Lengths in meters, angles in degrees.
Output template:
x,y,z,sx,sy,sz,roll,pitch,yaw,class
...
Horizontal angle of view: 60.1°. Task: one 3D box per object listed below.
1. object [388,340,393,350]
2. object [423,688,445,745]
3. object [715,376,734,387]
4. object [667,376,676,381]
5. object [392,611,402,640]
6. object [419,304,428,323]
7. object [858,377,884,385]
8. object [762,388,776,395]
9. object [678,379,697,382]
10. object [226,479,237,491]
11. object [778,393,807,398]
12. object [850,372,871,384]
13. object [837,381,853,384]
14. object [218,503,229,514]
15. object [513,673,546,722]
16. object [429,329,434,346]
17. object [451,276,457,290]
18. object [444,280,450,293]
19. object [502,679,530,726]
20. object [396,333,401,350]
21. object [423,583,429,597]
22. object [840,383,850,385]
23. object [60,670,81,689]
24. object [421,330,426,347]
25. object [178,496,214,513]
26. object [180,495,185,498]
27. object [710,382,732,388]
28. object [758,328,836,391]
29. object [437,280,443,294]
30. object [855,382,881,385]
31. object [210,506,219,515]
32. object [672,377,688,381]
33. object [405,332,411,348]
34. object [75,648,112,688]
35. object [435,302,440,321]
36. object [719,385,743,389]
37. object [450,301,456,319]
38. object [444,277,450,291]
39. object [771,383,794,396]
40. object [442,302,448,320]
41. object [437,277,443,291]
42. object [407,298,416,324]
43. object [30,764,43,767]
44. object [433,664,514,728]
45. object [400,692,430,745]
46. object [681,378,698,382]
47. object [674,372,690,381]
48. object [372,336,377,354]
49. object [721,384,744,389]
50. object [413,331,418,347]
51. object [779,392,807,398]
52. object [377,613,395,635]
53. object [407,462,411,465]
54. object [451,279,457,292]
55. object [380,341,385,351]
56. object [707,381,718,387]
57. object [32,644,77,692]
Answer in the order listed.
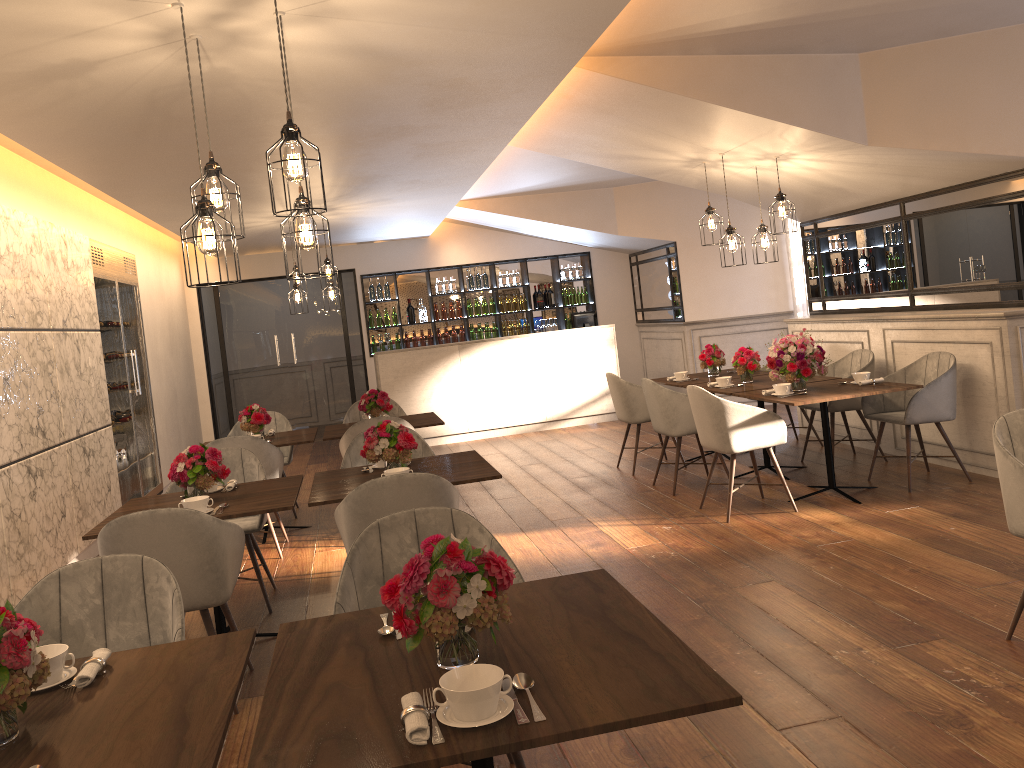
x,y,z,sx,sy,sz,roll,pitch,yaw,class
-1.705,-0.575,12.376,0.066,0.261,0.065,-7,2,-32,object
-0.149,0.623,1.671,0.025,0.024,0.193,-7,4,-10,object
1.640,-0.014,6.845,0.148,0.072,0.149,-4,5,32,object
1.456,-0.055,7.838,0.176,0.039,0.056,-7,4,-10,object
-0.286,0.606,2.228,0.022,0.004,0.211,-7,5,-10,object
-1.254,-1.007,12.458,0.108,0.281,0.108,-5,2,36,object
2.421,-0.017,5.963,0.176,0.039,0.056,-7,4,-10,object
1.791,0.049,6.041,0.176,0.039,0.056,-7,4,-10,object
1.520,-0.030,7.655,0.211,0.004,0.022,-7,4,-11,object
-1.475,0.532,4.652,0.056,0.039,0.176,-7,4,-10,object
1.854,0.074,5.857,0.211,0.004,0.022,-7,4,-11,object
2.398,-0.040,6.075,0.148,0.072,0.149,-4,5,32,object
2.362,-0.015,6.183,0.197,0.015,0.043,-8,4,-14,object
-1.331,0.573,4.079,0.043,0.015,0.197,-8,5,-14,object
0.038,0.604,1.716,0.043,0.015,0.197,-8,5,-14,object
-1.143,-0.648,12.481,0.066,0.261,0.065,-7,2,-32,object
-0.826,-1.425,12.509,0.069,0.208,0.040,-7,1,-11,object
-0.920,-1.376,12.492,0.070,0.190,0.041,-7,1,-11,object
0.003,0.613,1.716,0.022,0.004,0.211,-7,5,-10,object
-1.597,-0.589,12.396,0.066,0.261,0.065,-7,2,-32,object
-0.219,0.560,2.267,0.149,0.072,0.148,-9,5,-33,object
2.362,-0.007,6.147,0.211,0.004,0.022,-7,4,-11,object
-1.034,0.690,2.106,0.025,0.024,0.193,-7,4,-10,object
-1.251,-0.634,12.461,0.066,0.261,0.065,-7,2,-32,object
-1.441,0.559,4.039,0.148,0.072,0.149,-4,5,32,object
-1.691,0.573,4.591,0.043,0.015,0.197,-8,5,-14,object
1.637,0.004,6.925,0.193,0.024,0.025,-7,3,-10,object
1.952,-0.168,6.084,0.421,0.425,0.405,-8,3,-22,object
-1.018,-1.363,12.473,0.070,0.190,0.041,-7,1,-11,object
2.406,-0.010,5.995,0.193,0.024,0.025,-7,3,-10,object
-1.366,0.582,4.079,0.022,0.004,0.211,-7,5,-10,object
1.473,-0.047,7.806,0.193,0.024,0.025,-7,3,-10,object
-1.466,-0.606,12.421,0.066,0.261,0.065,-7,2,-32,object
-1.003,0.678,2.121,0.056,0.039,0.176,-7,4,-10,object
-1.061,-1.023,12.496,0.066,0.261,0.065,-7,2,-32,object
1.684,0.021,6.774,0.211,0.004,0.022,-7,4,-11,object
-0.845,-1.051,12.537,0.066,0.261,0.065,-7,2,-32,object
-0.924,-1.412,12.491,0.069,0.208,0.040,-7,1,-11,object
1.810,0.039,5.928,0.148,0.072,0.149,-4,5,32,object
-0.953,-1.037,12.517,0.066,0.261,0.065,-7,2,-32,object
-1.022,-1.399,12.472,0.069,0.208,0.040,-7,1,-11,object
-1.422,-1.026,12.433,0.104,0.359,0.104,-8,2,-38,object
-0.867,0.720,1.547,0.043,0.015,0.197,-7,5,-6,object
-0.072,0.590,1.675,0.149,0.072,0.148,-9,5,-33,object
-0.182,0.621,1.655,0.056,0.039,0.176,-7,4,-10,object
1.519,-0.033,7.619,0.197,0.015,0.043,-8,4,-14,object
1.476,-0.065,7.726,0.148,0.072,0.149,-4,5,32,object
-1.921,-0.548,12.336,0.066,0.261,0.065,-7,2,-32,object
1.683,0.018,6.738,0.197,0.015,0.043,-8,4,-14,object
-1.358,-0.620,12.441,0.066,0.261,0.065,-7,2,-32,object
1.853,0.071,5.821,0.197,0.015,0.043,-8,4,-14,object
-0.323,0.604,2.228,0.043,0.015,0.197,-8,5,-14,object
-0.577,0.416,4.819,0.056,0.039,0.176,-7,4,-10,object
-0.822,-1.389,12.510,0.070,0.190,0.041,-7,1,-11,object
-1.813,-0.561,12.356,0.066,0.261,0.065,-7,2,-32,object
1.621,-0.004,6.958,0.176,0.039,0.056,-7,4,-10,object
-1.116,0.676,2.100,0.149,0.072,0.148,-9,5,-33,object
